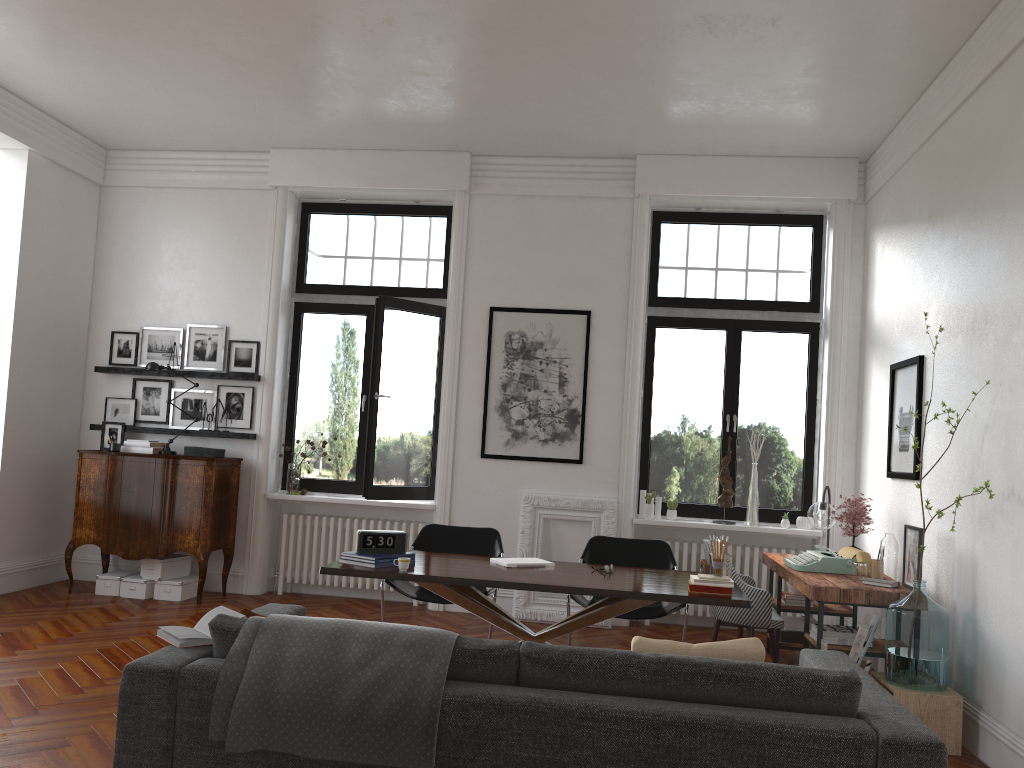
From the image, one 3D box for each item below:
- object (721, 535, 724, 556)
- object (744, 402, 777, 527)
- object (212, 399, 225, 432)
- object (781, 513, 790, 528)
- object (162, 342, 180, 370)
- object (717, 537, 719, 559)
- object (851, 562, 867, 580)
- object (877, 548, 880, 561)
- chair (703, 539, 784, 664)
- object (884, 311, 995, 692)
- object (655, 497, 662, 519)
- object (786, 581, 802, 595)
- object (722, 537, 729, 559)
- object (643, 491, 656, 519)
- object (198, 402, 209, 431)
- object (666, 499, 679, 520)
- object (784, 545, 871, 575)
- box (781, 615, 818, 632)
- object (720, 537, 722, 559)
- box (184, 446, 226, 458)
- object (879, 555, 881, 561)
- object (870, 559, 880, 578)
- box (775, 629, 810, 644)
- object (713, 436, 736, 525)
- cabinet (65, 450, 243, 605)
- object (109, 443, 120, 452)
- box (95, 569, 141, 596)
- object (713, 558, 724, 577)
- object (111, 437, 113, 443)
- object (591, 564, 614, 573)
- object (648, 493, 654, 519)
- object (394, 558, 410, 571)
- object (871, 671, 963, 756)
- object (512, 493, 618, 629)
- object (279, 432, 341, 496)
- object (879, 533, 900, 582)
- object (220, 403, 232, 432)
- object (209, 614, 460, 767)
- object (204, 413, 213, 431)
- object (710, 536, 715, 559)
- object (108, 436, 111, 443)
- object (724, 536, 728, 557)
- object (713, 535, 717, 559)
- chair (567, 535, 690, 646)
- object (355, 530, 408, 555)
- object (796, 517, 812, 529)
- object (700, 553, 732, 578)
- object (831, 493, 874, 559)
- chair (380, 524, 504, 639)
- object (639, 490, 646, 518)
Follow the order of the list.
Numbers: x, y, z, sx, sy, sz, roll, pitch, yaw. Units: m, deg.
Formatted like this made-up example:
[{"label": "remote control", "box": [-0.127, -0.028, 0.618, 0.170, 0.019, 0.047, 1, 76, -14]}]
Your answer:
[{"label": "object", "box": [1.108, 0.901, 4.701, 0.032, 0.195, 0.008, 6, -4, -39]}, {"label": "object", "box": [2.099, 0.677, 7.478, 0.295, 1.052, 0.290, 3, -3, 10]}, {"label": "object", "box": [-2.632, 0.279, 7.943, 0.118, 0.298, 0.040, 3, -3, 7]}, {"label": "object", "box": [2.295, 1.143, 7.444, 0.072, 0.134, 0.072, 1, -4, 33]}, {"label": "object", "box": [-3.081, -0.250, 8.022, 0.174, 0.260, 0.040, 3, -3, 7]}, {"label": "object", "box": [1.080, 0.898, 4.654, 0.008, 0.193, 0.049, 2, -3, 31]}, {"label": "object", "box": [2.187, 1.176, 5.583, 0.093, 0.101, 0.093, 3, -3, -1]}, {"label": "object", "box": [2.362, 1.143, 5.725, 0.054, 0.207, 0.008, 5, -3, -28]}, {"label": "chair", "box": [1.556, 1.527, 6.013, 0.547, 0.898, 0.717, 3, -3, 0]}, {"label": "object", "box": [2.294, 0.590, 4.674, 0.354, 2.056, 0.808, 4, -3, -12]}, {"label": "object", "box": [1.253, 1.065, 7.600, 0.051, 0.188, 0.051, 1, -4, 42]}, {"label": "object", "box": [2.141, 1.517, 6.631, 0.173, 0.110, 0.174, 0, -5, 44]}, {"label": "object", "box": [1.115, 0.900, 4.666, 0.044, 0.194, 0.008, 1, -4, 38]}, {"label": "object", "box": [1.167, 1.029, 7.550, 0.102, 0.244, 0.098, 4, -3, -15]}, {"label": "object", "box": [-2.761, 0.291, 7.950, 0.124, 0.260, 0.040, 3, -3, 7]}, {"label": "object", "box": [1.382, 1.076, 7.632, 0.097, 0.185, 0.099, 2, -4, 30]}, {"label": "object", "box": [2.118, 1.175, 6.017, 0.484, 0.148, 0.535, 3, -4, 6]}, {"label": "box", "box": [2.144, 1.791, 6.621, 0.256, 0.066, 0.238, 3, -4, 8]}, {"label": "object", "box": [1.094, 0.897, 4.653, 0.008, 0.195, 0.037, 2, -3, 20]}, {"label": "box", "box": [-2.684, 0.596, 7.747, 0.282, 0.086, 0.209, 3, -4, 7]}, {"label": "object", "box": [2.373, 1.144, 5.720, 0.054, 0.207, 0.008, 4, -3, -6]}, {"label": "object", "box": [2.346, 1.190, 5.709, 0.058, 0.113, 0.075, 3, -3, 7]}, {"label": "box", "box": [2.139, 1.867, 6.613, 0.317, 0.082, 0.296, 3, -4, 7]}, {"label": "object", "box": [1.818, 0.815, 7.531, 0.143, 0.753, 0.165, 6, -4, -40]}, {"label": "cabinet", "box": [-3.084, 1.212, 7.629, 1.266, 1.216, 0.641, 3, -3, 7]}, {"label": "object", "box": [-3.382, 0.543, 7.545, 0.091, 0.077, 0.091, 5, -4, -20]}, {"label": "box", "box": [-3.397, 1.722, 7.656, 0.209, 0.176, 0.395, 3, -4, 2]}, {"label": "object", "box": [1.088, 0.967, 4.676, 0.058, 0.091, 0.058, 4, -3, -6]}, {"label": "object", "box": [-3.407, 0.509, 7.566, 0.046, 0.139, 0.010, 3, -3, 4]}, {"label": "object", "box": [0.546, 1.072, 5.171, 0.114, 0.047, 0.133, 6, -5, -29]}, {"label": "object", "box": [1.191, 1.051, 7.632, 0.051, 0.213, 0.051, 1, -4, 42]}, {"label": "object", "box": [-0.585, 0.964, 4.741, 0.082, 0.065, 0.064, 1, -4, 28]}, {"label": "object", "box": [2.171, 1.779, 4.792, 0.341, 0.316, 0.435, 3, -4, 7]}, {"label": "object", "box": [0.448, 1.477, 7.457, 0.830, 1.061, 0.234, 3, -3, 7]}, {"label": "object", "box": [-1.827, 0.710, 8.047, 0.542, 0.599, 0.317, 5, -3, -22]}, {"label": "object", "box": [2.334, 1.077, 5.483, 0.111, 0.302, 0.112, 1, -4, 44]}, {"label": "object", "box": [-2.561, 0.303, 7.961, 0.110, 0.261, 0.040, 3, -3, 7]}, {"label": "object", "box": [-0.581, 1.016, 3.008, 0.752, 0.387, 0.400, 3, -4, 7]}, {"label": "object", "box": [-2.700, 0.342, 7.912, 0.066, 0.160, 0.040, 3, -3, 7]}, {"label": "object", "box": [1.064, 0.899, 4.684, 0.049, 0.193, 0.008, 3, -3, 12]}, {"label": "object", "box": [-3.416, 0.500, 7.543, 0.050, 0.119, 0.010, 3, -3, 10]}, {"label": "object", "box": [1.118, 0.900, 4.677, 0.038, 0.194, 0.008, 1, -3, 34]}, {"label": "object", "box": [1.080, 0.902, 4.706, 0.008, 0.193, 0.049, 5, -3, -23]}, {"label": "chair", "box": [0.742, 1.466, 5.746, 0.752, 0.871, 0.746, 3, -3, 7]}, {"label": "object", "box": [-0.724, 0.880, 4.925, 0.275, 0.125, 0.082, 5, -4, -19]}, {"label": "object", "box": [2.475, 1.176, 7.504, 0.134, 0.097, 0.132, 5, -4, -23]}, {"label": "object", "box": [1.133, 1.029, 4.933, 0.149, 0.166, 0.229, 3, -4, 7]}, {"label": "object", "box": [2.433, 1.029, 6.326, 0.308, 0.528, 0.290, 6, -4, -38]}, {"label": "chair", "box": [-0.423, 1.408, 5.896, 0.752, 0.871, 0.746, 3, -3, 7]}, {"label": "object", "box": [1.129, 1.037, 7.661, 0.051, 0.238, 0.051, 1, -4, 42]}]
